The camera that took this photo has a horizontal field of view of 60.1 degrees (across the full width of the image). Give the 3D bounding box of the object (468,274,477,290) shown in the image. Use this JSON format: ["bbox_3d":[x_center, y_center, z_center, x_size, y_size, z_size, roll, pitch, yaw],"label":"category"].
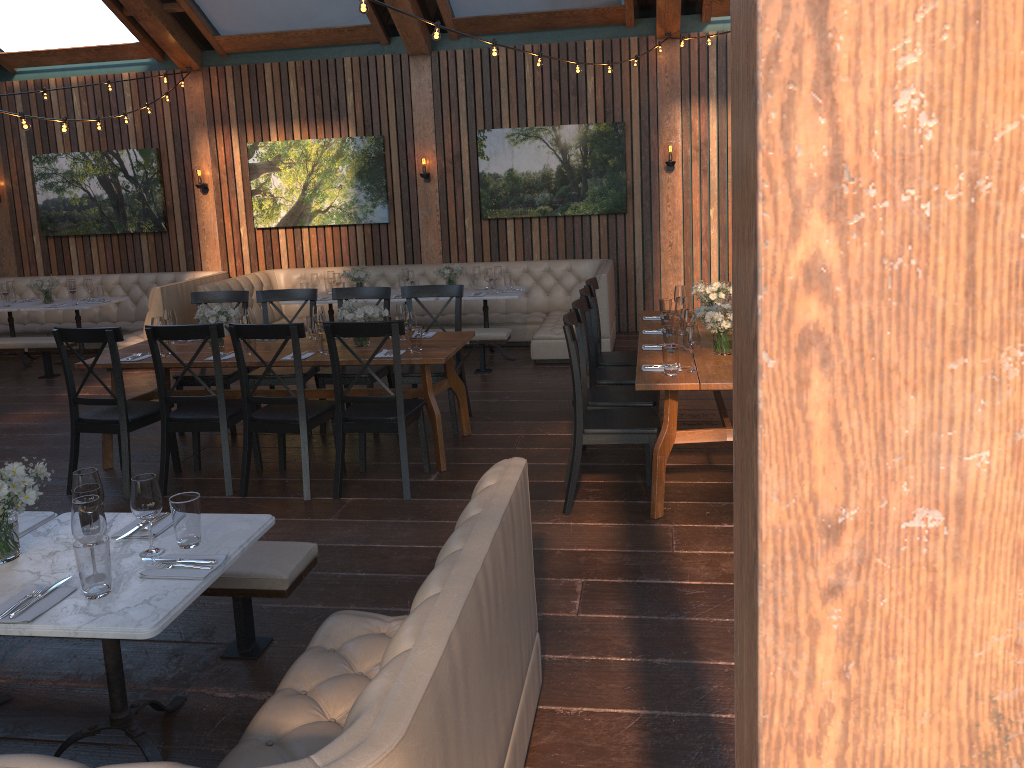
[{"bbox_3d":[-0.405,-1.051,9.115,0.092,0.156,0.093,-3,10,-4],"label":"object"}]

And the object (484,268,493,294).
[{"bbox_3d":[-0.229,-1.020,8.752,0.093,0.242,0.093,-10,12,-38],"label":"object"}]

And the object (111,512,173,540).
[{"bbox_3d":[-1.214,0.470,2.930,0.157,0.019,0.258,-1,13,9],"label":"object"}]

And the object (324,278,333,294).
[{"bbox_3d":[-1.937,-1.037,9.360,0.092,0.156,0.093,-3,10,-4],"label":"object"}]

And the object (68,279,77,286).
[{"bbox_3d":[-4.825,-1.030,9.725,0.093,0.242,0.093,-9,11,-32],"label":"object"}]

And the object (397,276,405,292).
[{"bbox_3d":[-1.146,-1.044,9.233,0.092,0.156,0.093,-3,10,-4],"label":"object"}]

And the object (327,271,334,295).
[{"bbox_3d":[-1.888,-1.059,9.258,0.093,0.242,0.093,-9,11,-32],"label":"object"}]

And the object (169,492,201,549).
[{"bbox_3d":[-1.015,0.428,2.764,0.092,0.156,0.093,-3,10,-4],"label":"object"}]

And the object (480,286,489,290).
[{"bbox_3d":[-0.238,-0.996,9.148,0.157,0.019,0.258,-1,13,9],"label":"object"}]

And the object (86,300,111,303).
[{"bbox_3d":[-4.479,-0.890,9.543,0.255,0.019,0.159,0,13,9],"label":"object"}]

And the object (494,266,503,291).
[{"bbox_3d":[-0.137,-1.064,8.926,0.093,0.242,0.093,-10,12,-38],"label":"object"}]

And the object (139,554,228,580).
[{"bbox_3d":[-0.987,0.532,2.612,0.255,0.019,0.159,0,13,9],"label":"object"}]

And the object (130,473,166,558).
[{"bbox_3d":[-1.113,0.402,2.707,0.093,0.242,0.093,-10,12,-38],"label":"object"}]

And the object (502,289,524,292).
[{"bbox_3d":[-0.011,-0.934,8.831,0.255,0.019,0.159,0,13,9],"label":"object"}]

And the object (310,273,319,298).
[{"bbox_3d":[-2.015,-1.007,9.056,0.093,0.242,0.093,-9,11,-32],"label":"object"}]

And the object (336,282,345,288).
[{"bbox_3d":[-1.726,-0.945,8.916,0.092,0.156,0.093,-3,10,-4],"label":"object"}]

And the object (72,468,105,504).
[{"bbox_3d":[-1.333,0.393,2.793,0.093,0.242,0.093,-10,12,-38],"label":"object"}]

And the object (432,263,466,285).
[{"bbox_3d":[-0.622,-1.077,8.938,0.337,0.306,0.332,-6,12,-16],"label":"object"}]

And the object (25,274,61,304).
[{"bbox_3d":[-5.086,-1.032,9.645,0.329,0.306,0.340,3,12,25],"label":"object"}]

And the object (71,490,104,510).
[{"bbox_3d":[-1.382,0.415,2.896,0.092,0.156,0.093,-3,10,-4],"label":"object"}]

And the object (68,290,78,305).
[{"bbox_3d":[-4.645,-0.915,9.376,0.092,0.156,0.093,-3,10,-4],"label":"object"}]

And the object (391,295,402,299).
[{"bbox_3d":[-1.125,-0.870,8.774,0.157,0.019,0.258,-1,13,9],"label":"object"}]

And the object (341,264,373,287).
[{"bbox_3d":[-1.566,-1.064,9.069,0.337,0.306,0.332,4,13,31],"label":"object"}]

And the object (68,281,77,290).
[{"bbox_3d":[-4.698,-0.976,9.465,0.092,0.242,0.093,-1,10,12],"label":"object"}]

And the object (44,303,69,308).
[{"bbox_3d":[-4.806,-0.834,9.364,0.157,0.019,0.258,-1,13,9],"label":"object"}]

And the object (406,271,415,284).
[{"bbox_3d":[-1.016,-1.012,8.875,0.093,0.242,0.093,-10,12,-38],"label":"object"}]

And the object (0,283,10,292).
[{"bbox_3d":[-5.484,-0.968,9.588,0.093,0.242,0.093,-9,11,-32],"label":"object"}]

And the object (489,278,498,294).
[{"bbox_3d":[-0.177,-0.959,8.663,0.092,0.156,0.093,-3,10,-4],"label":"object"}]

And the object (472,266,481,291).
[{"bbox_3d":[-0.357,-1.074,9.012,0.093,0.242,0.093,-10,12,-38],"label":"object"}]

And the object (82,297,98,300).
[{"bbox_3d":[-4.706,-0.952,9.861,0.157,0.019,0.258,-1,13,9],"label":"object"}]

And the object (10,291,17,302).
[{"bbox_3d":[-5.615,-1.000,9.946,0.092,0.156,0.093,-3,10,-4],"label":"object"}]

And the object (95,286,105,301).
[{"bbox_3d":[-4.507,-0.994,9.695,0.092,0.156,0.092,-12,14,-43],"label":"object"}]

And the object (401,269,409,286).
[{"bbox_3d":[-1.098,-1.066,9.131,0.093,0.242,0.093,-10,12,-38],"label":"object"}]

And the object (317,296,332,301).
[{"bbox_3d":[-1.887,-0.864,8.904,0.157,0.019,0.258,-1,13,9],"label":"object"}]

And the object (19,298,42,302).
[{"bbox_3d":[-5.447,-0.945,9.980,0.157,0.019,0.258,-1,13,9],"label":"object"}]

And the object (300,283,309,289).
[{"bbox_3d":[-2.110,-0.949,9.013,0.092,0.156,0.093,-3,10,-4],"label":"object"}]

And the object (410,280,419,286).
[{"bbox_3d":[-0.963,-0.950,8.786,0.092,0.156,0.093,-3,10,-4],"label":"object"}]

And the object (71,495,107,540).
[{"bbox_3d":[-1.206,0.446,2.533,0.093,0.242,0.093,-10,12,-38],"label":"object"}]

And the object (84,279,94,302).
[{"bbox_3d":[-4.605,-1.020,9.639,0.093,0.242,0.093,-9,11,-32],"label":"object"}]

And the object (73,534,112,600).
[{"bbox_3d":[-1.153,0.507,2.444,0.092,0.156,0.093,-3,10,-4],"label":"object"}]

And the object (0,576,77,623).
[{"bbox_3d":[-1.314,0.588,2.433,0.157,0.019,0.258,-1,13,9],"label":"object"}]

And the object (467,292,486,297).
[{"bbox_3d":[-0.338,-0.878,8.651,0.157,0.019,0.258,-1,13,9],"label":"object"}]

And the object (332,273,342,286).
[{"bbox_3d":[-1.778,-1.006,9.005,0.093,0.242,0.093,-9,11,-32],"label":"object"}]

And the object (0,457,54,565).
[{"bbox_3d":[-1.597,0.387,2.725,0.337,0.306,0.332,-6,12,-16],"label":"object"}]

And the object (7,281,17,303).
[{"bbox_3d":[-5.566,-1.022,9.843,0.093,0.242,0.093,-9,11,-32],"label":"object"}]

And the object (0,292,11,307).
[{"bbox_3d":[-5.432,-0.906,9.499,0.092,0.156,0.093,-3,10,-4],"label":"object"}]

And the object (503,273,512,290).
[{"bbox_3d":[-0.039,-1.038,8.982,0.092,0.156,0.093,-3,10,-4],"label":"object"}]
